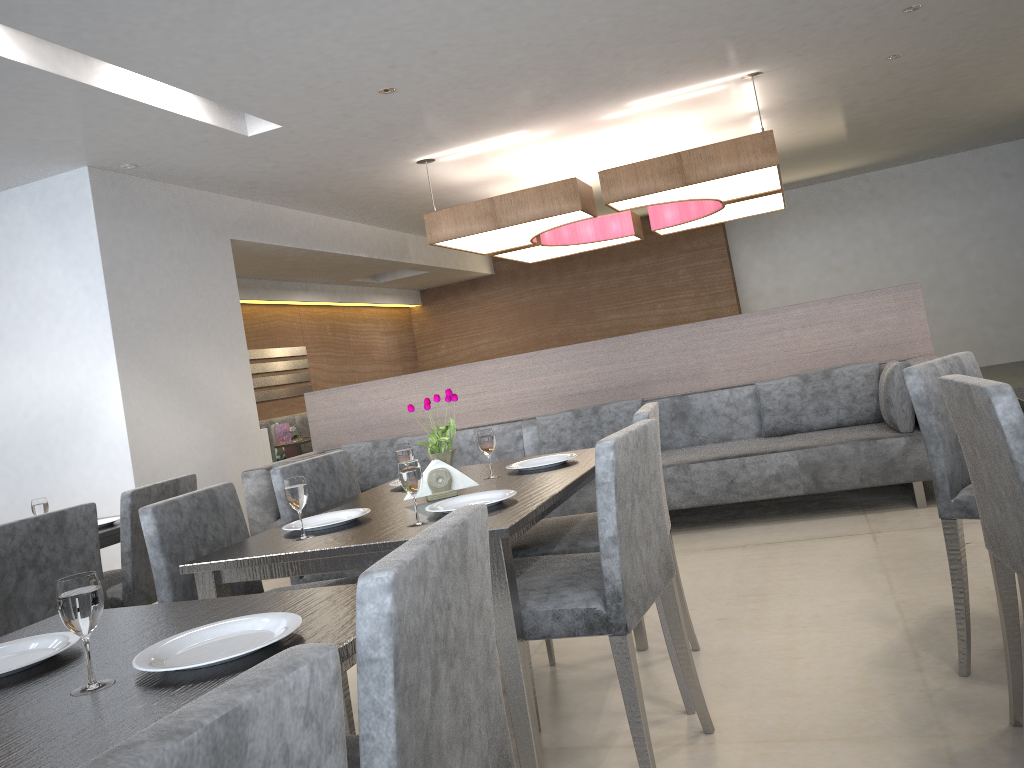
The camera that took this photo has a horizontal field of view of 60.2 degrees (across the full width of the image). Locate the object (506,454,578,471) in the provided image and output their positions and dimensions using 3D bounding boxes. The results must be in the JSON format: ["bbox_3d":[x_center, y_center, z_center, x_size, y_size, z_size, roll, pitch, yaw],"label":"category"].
[{"bbox_3d":[0.089,0.235,2.615,0.216,0.015,0.217,-10,1,18],"label":"object"}]

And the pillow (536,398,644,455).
[{"bbox_3d":[0.442,0.281,4.966,0.635,0.321,0.181,-10,-2,18],"label":"pillow"}]

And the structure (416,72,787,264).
[{"bbox_3d":[0.870,-1.575,7.076,2.431,0.621,2.452,-10,1,18],"label":"structure"}]

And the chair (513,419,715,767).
[{"bbox_3d":[0.119,0.507,2.009,0.489,0.765,0.478,-11,-2,23],"label":"chair"}]

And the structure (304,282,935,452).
[{"bbox_3d":[0.511,0.250,5.317,3.757,1.012,0.224,-10,-3,18],"label":"structure"}]

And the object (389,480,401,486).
[{"bbox_3d":[-0.271,0.296,2.733,0.216,0.015,0.217,-10,1,18],"label":"object"}]

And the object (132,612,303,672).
[{"bbox_3d":[-0.387,0.345,1.173,0.216,0.015,0.217,-10,1,18],"label":"object"}]

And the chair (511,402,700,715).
[{"bbox_3d":[0.231,0.478,2.527,0.490,0.765,0.477,-10,-2,13],"label":"chair"}]

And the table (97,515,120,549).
[{"bbox_3d":[-1.710,0.877,2.892,0.774,0.636,1.192,-10,0,18],"label":"table"}]

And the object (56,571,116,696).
[{"bbox_3d":[-0.534,0.310,1.105,0.053,0.140,0.053,-9,-3,-24],"label":"object"}]

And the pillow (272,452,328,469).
[{"bbox_3d":[-1.172,0.567,5.242,0.188,0.307,0.561,-11,0,19],"label":"pillow"}]

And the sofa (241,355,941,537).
[{"bbox_3d":[0.385,0.477,4.808,3.781,0.631,0.837,-10,0,18],"label":"sofa"}]

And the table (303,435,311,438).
[{"bbox_3d":[-1.485,0.734,7.866,0.504,0.657,0.506,-11,-2,18],"label":"table"}]

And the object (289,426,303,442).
[{"bbox_3d":[-1.735,0.398,7.094,0.095,0.126,0.106,-9,-2,-29],"label":"object"}]

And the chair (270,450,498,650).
[{"bbox_3d":[-0.380,0.582,2.739,0.489,0.765,0.478,-11,-2,23],"label":"chair"}]

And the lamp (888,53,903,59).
[{"bbox_3d":[2.502,-2.137,5.768,0.089,0.007,0.088,-11,1,-27],"label":"lamp"}]

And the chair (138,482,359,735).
[{"bbox_3d":[-0.559,0.623,2.224,0.490,0.765,0.477,-10,-2,13],"label":"chair"}]

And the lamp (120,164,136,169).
[{"bbox_3d":[-2.271,-1.286,5.228,0.089,0.007,0.088,-11,1,-27],"label":"lamp"}]

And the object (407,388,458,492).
[{"bbox_3d":[-0.191,0.155,2.387,0.103,0.277,0.155,-11,-2,16],"label":"object"}]

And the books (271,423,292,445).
[{"bbox_3d":[-1.895,0.411,7.140,0.156,0.165,0.143,-11,-2,38],"label":"books"}]

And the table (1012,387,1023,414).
[{"bbox_3d":[1.605,0.313,1.799,0.774,0.636,1.192,-10,0,18],"label":"table"}]

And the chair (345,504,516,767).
[{"bbox_3d":[-0.245,0.589,1.085,0.490,0.765,0.477,-10,-2,13],"label":"chair"}]

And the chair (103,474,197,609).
[{"bbox_3d":[-1.350,0.747,3.048,0.490,0.765,0.477,-10,-2,13],"label":"chair"}]

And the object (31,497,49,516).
[{"bbox_3d":[-1.627,0.466,3.059,0.053,0.140,0.053,-9,-3,-24],"label":"object"}]

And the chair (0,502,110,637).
[{"bbox_3d":[-1.461,0.776,2.530,0.489,0.765,0.478,-11,-2,23],"label":"chair"}]

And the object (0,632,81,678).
[{"bbox_3d":[-0.747,0.407,1.292,0.216,0.015,0.217,-10,1,18],"label":"object"}]

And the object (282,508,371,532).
[{"bbox_3d":[-0.455,0.338,2.178,0.216,0.015,0.217,-10,1,18],"label":"object"}]

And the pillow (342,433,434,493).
[{"bbox_3d":[-0.749,0.484,5.359,0.635,0.321,0.181,-10,-2,18],"label":"pillow"}]

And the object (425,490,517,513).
[{"bbox_3d":[-0.095,0.277,2.059,0.216,0.015,0.217,-10,1,18],"label":"object"}]

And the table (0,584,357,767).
[{"bbox_3d":[-0.605,0.719,0.929,0.774,0.636,1.192,-10,0,18],"label":"table"}]

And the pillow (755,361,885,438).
[{"bbox_3d":[1.600,0.084,4.585,0.635,0.321,0.181,-10,-2,18],"label":"pillow"}]

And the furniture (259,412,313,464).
[{"bbox_3d":[-0.021,0.361,8.579,4.237,0.856,5.661,-10,1,18],"label":"furniture"}]

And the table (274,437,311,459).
[{"bbox_3d":[-1.725,0.790,7.139,0.504,0.657,0.506,-11,-2,18],"label":"table"}]

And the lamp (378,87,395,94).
[{"bbox_3d":[-0.666,-1.559,4.699,0.089,0.007,0.088,-11,1,-27],"label":"lamp"}]

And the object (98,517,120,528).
[{"bbox_3d":[-1.492,0.503,3.136,0.216,0.015,0.217,-10,1,18],"label":"object"}]

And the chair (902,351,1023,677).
[{"bbox_3d":[1.357,0.286,2.185,0.479,0.765,0.488,-8,-3,-42],"label":"chair"}]

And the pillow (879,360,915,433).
[{"bbox_3d":[1.844,0.047,4.256,0.150,0.325,0.576,-11,0,19],"label":"pillow"}]

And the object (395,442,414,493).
[{"bbox_3d":[-0.307,0.242,2.573,0.053,0.140,0.053,-9,-3,-24],"label":"object"}]

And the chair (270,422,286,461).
[{"bbox_3d":[-2.168,0.547,8.077,0.218,0.397,0.427,-11,-1,19],"label":"chair"}]

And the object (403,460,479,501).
[{"bbox_3d":[-0.191,0.247,2.319,0.203,0.100,0.069,-10,-2,-12],"label":"object"}]

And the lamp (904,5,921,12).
[{"bbox_3d":[2.206,-2.068,4.869,0.089,0.007,0.088,-11,1,-27],"label":"lamp"}]

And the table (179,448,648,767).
[{"bbox_3d":[-0.129,0.608,2.371,0.774,0.636,1.192,-10,0,18],"label":"table"}]

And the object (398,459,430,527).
[{"bbox_3d":[-0.216,0.238,1.935,0.053,0.140,0.053,-9,-3,-24],"label":"object"}]

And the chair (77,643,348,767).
[{"bbox_3d":[-0.356,0.618,0.567,0.489,0.765,0.478,-11,-2,23],"label":"chair"}]

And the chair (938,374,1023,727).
[{"bbox_3d":[1.170,0.329,1.643,0.490,0.765,0.477,-10,-2,13],"label":"chair"}]

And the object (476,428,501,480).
[{"bbox_3d":[-0.068,0.201,2.545,0.053,0.140,0.053,-9,-3,-24],"label":"object"}]

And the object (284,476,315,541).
[{"bbox_3d":[-0.488,0.284,2.025,0.053,0.140,0.053,-9,-3,-24],"label":"object"}]
